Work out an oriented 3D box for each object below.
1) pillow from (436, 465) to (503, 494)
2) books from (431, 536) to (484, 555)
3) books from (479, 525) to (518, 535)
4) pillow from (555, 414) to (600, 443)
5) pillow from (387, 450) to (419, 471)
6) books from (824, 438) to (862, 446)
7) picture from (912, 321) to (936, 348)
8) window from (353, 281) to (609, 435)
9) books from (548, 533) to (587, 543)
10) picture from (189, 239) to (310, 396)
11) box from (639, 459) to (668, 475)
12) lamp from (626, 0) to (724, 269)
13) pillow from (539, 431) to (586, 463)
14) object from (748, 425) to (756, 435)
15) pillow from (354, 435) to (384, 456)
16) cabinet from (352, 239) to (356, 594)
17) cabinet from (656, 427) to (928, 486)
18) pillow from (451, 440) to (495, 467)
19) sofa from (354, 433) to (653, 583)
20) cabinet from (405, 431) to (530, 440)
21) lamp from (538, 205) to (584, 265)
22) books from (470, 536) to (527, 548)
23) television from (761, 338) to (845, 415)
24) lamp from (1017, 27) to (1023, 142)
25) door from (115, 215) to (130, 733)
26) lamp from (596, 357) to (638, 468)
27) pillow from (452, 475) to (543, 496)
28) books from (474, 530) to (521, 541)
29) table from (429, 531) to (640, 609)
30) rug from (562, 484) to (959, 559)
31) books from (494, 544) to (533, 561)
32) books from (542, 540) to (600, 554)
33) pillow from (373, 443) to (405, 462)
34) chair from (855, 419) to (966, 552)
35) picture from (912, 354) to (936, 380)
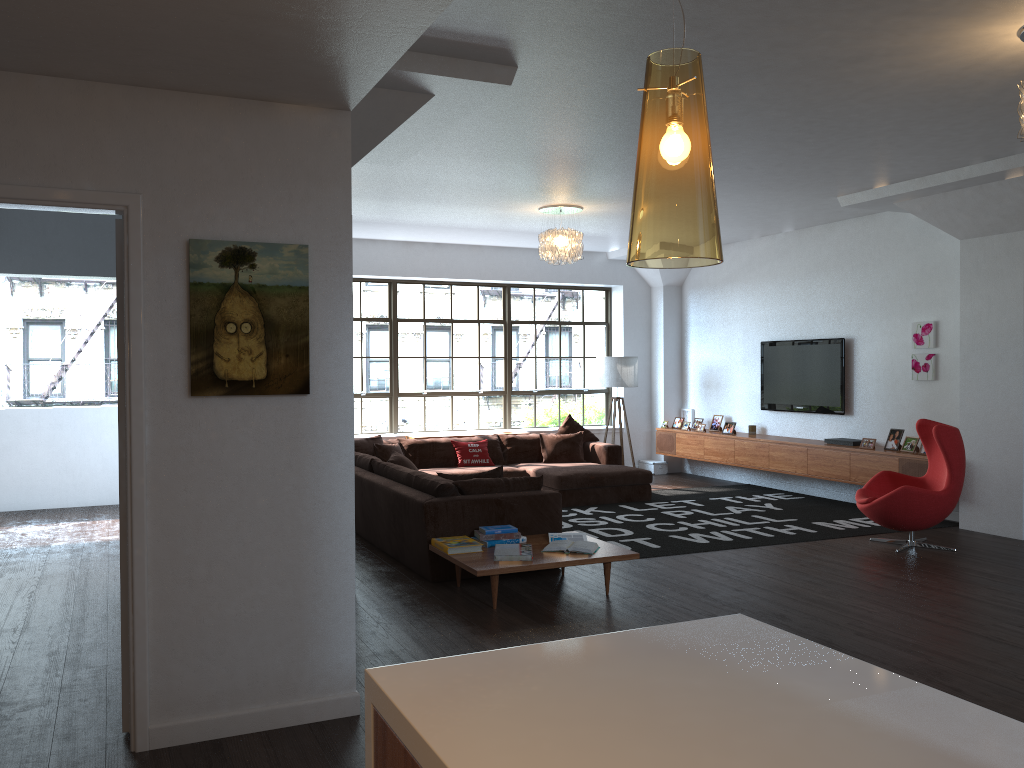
[{"bbox_3d":[-0.279,0.802,6.697,0.559,0.411,0.269,0,1,22],"label":"pillow"},{"bbox_3d":[-0.357,1.044,5.752,0.241,0.045,0.334,-1,1,-23],"label":"books"},{"bbox_3d":[-0.093,0.976,5.938,0.224,0.027,0.157,-1,1,-19],"label":"books"},{"bbox_3d":[0.712,0.650,10.585,0.335,0.587,0.651,1,1,45],"label":"pillow"},{"bbox_3d":[-0.965,0.806,7.954,0.325,0.391,0.625,0,1,-8],"label":"pillow"},{"bbox_3d":[3.490,0.606,9.224,0.250,0.053,0.400,-1,1,-24],"label":"books"},{"bbox_3d":[3.944,-0.469,8.500,0.030,0.250,0.250,-1,1,-24],"label":"picture"},{"bbox_3d":[-0.765,-0.337,11.432,4.648,1.905,0.114,-1,1,-24],"label":"window"},{"bbox_3d":[0.379,1.038,6.076,0.256,0.035,0.350,0,1,1],"label":"books"},{"bbox_3d":[-1.027,-0.256,3.486,0.450,0.600,0.030,-1,1,-24],"label":"picture"},{"bbox_3d":[1.920,1.130,12.059,0.228,0.165,0.368,-1,1,-24],"label":"box"},{"bbox_3d":[0.251,-0.638,1.375,0.149,0.900,0.149,0,1,21],"label":"lamp"},{"bbox_3d":[0.592,0.737,10.351,0.542,0.362,0.248,0,1,-3],"label":"pillow"},{"bbox_3d":[2.883,0.551,10.637,0.089,0.110,0.089,0,1,21],"label":"object"},{"bbox_3d":[-1.520,0.766,9.479,0.334,0.418,0.580,0,1,39],"label":"pillow"},{"bbox_3d":[-2.141,0.108,7.592,0.461,2.414,4.500,-1,1,-24],"label":"cabinet"},{"bbox_3d":[3.067,0.792,9.956,0.459,0.350,4.501,-1,1,-24],"label":"cabinet"},{"bbox_3d":[-0.443,0.784,10.015,0.465,0.308,0.220,-1,1,-28],"label":"pillow"},{"bbox_3d":[0.125,0.953,8.512,3.481,0.664,4.197,-1,1,-24],"label":"sofa"},{"bbox_3d":[-0.532,0.934,10.960,1.520,0.625,0.350,-1,1,-24],"label":"cabinet"},{"bbox_3d":[0.477,-1.440,8.657,0.441,0.539,0.442,0,1,18],"label":"lamp"},{"bbox_3d":[-0.092,1.043,5.938,0.312,0.037,0.216,-1,1,-34],"label":"books"},{"bbox_3d":[3.233,-0.087,9.947,0.013,0.816,1.324,-1,1,-25],"label":"television"},{"bbox_3d":[2.561,-1.370,4.046,0.441,0.539,0.442,0,1,18],"label":"lamp"},{"bbox_3d":[-1.621,0.352,3.869,0.174,2.032,0.826,-1,1,-14],"label":"door"},{"bbox_3d":[1.380,0.433,11.630,0.545,1.579,0.545,-1,1,-13],"label":"lamp"},{"bbox_3d":[-0.134,0.847,6.471,0.750,0.364,0.289,-1,1,-25],"label":"pillow"},{"bbox_3d":[-0.098,1.007,5.938,0.279,0.035,0.191,-1,1,-14],"label":"books"},{"bbox_3d":[0.126,1.200,5.732,1.100,0.271,0.853,-1,1,-24],"label":"table"},{"bbox_3d":[1.572,1.273,8.611,4.200,0.007,3.100,-1,1,-23],"label":"rug"},{"bbox_3d":[0.009,1.050,5.542,0.236,0.035,0.340,0,1,1],"label":"books"},{"bbox_3d":[0.380,1.044,5.699,0.342,0.040,0.231,0,1,16],"label":"books"},{"bbox_3d":[-1.306,0.783,9.470,0.238,0.337,0.489,0,1,35],"label":"pillow"},{"bbox_3d":[3.183,0.791,7.114,0.801,1.006,0.798,0,1,1],"label":"chair"},{"bbox_3d":[3.946,-0.162,8.506,0.030,0.250,0.250,-1,1,-24],"label":"picture"}]
